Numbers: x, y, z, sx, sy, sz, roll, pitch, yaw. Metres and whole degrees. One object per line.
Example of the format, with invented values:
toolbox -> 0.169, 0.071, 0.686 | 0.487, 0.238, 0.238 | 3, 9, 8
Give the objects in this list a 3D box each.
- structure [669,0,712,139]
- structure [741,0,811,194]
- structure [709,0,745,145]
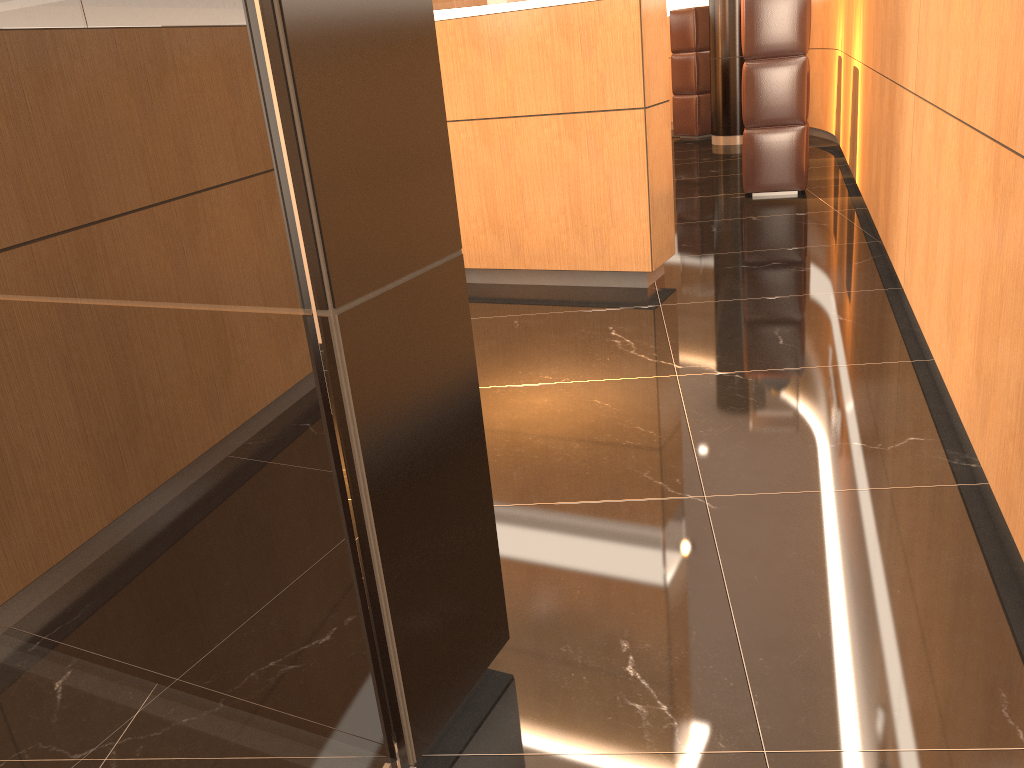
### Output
structure -> 2.250, -4.041, 10.787 | 0.484, 2.000, 0.498 | -17, 23, -26
structure -> 1.993, -2.477, 6.698 | 0.498, 1.968, 0.484 | 0, 22, 17
structure -> 2.452, -4.404, 9.664 | 0.613, 3.430, 0.613 | 2, 22, 21
